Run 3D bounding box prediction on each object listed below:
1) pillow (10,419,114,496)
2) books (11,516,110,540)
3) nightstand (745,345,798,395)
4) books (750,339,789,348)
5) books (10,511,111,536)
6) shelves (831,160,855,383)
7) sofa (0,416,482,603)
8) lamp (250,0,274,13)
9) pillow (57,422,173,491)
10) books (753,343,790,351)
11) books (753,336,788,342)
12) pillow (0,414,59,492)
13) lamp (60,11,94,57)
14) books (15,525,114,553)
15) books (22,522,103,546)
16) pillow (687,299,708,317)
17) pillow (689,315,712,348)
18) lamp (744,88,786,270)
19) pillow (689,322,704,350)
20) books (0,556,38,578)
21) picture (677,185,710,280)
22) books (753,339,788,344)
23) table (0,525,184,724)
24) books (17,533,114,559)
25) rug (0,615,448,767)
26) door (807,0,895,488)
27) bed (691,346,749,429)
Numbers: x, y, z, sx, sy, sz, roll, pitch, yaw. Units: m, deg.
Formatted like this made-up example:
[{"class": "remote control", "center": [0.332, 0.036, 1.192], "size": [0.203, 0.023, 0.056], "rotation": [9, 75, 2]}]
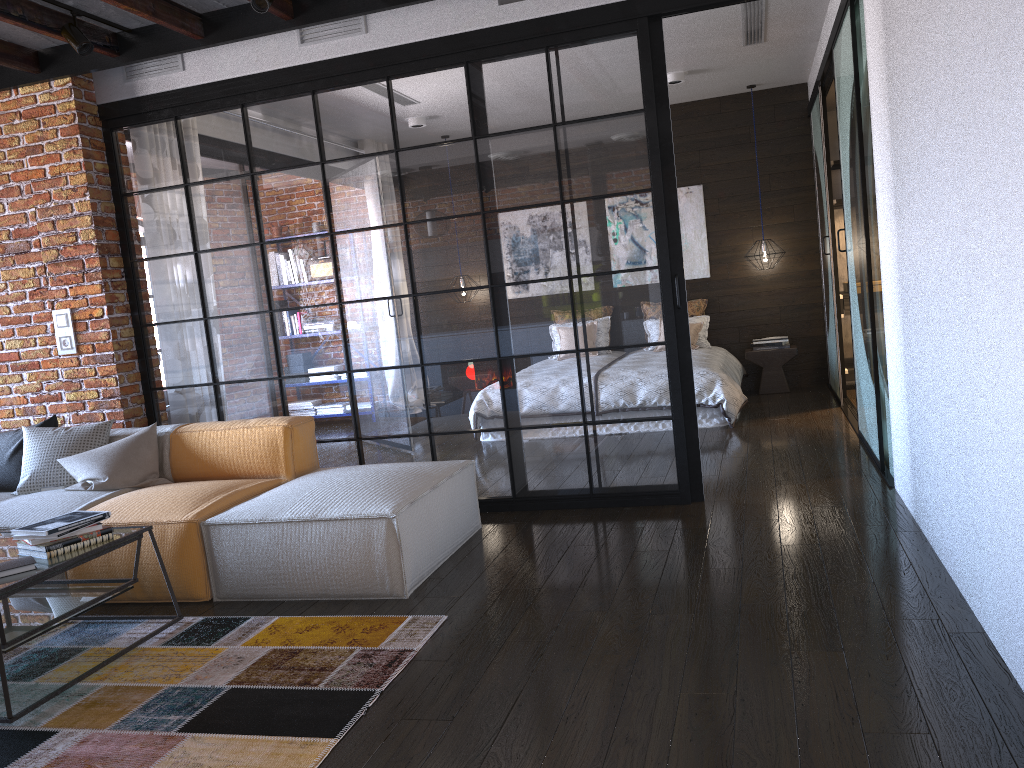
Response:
[{"class": "pillow", "center": [-2.328, 0.380, 4.587], "size": [0.495, 0.354, 0.293], "rotation": [-6, 6, 2]}, {"class": "books", "center": [-1.625, 0.516, 3.206], "size": [0.196, 0.014, 0.267], "rotation": [-5, 6, 15]}, {"class": "nightstand", "center": [2.381, -0.127, 8.104], "size": [0.457, 0.400, 0.300], "rotation": [-5, 6, 16]}, {"class": "books", "center": [2.347, -0.368, 8.077], "size": [0.293, 0.034, 0.233], "rotation": [-3, 7, 32]}, {"class": "books", "center": [-1.627, 0.501, 3.204], "size": [0.196, 0.014, 0.267], "rotation": [-3, 6, 27]}, {"class": "shelves", "center": [3.657, -0.908, 5.769], "size": [2.656, 2.130, 4.055], "rotation": [-5, 6, 16]}, {"class": "sofa", "center": [-2.048, 0.669, 3.719], "size": [3.301, 0.698, 2.534], "rotation": [-5, 6, 15]}, {"class": "lamp", "center": [-1.118, -1.768, 3.990], "size": [0.082, 0.207, 0.159], "rotation": [-5, 6, 16]}, {"class": "pillow", "center": [-1.989, 0.388, 4.424], "size": [0.484, 0.314, 0.358], "rotation": [-10, 7, -31]}, {"class": "books", "center": [2.363, -0.339, 8.080], "size": [0.316, 0.028, 0.258], "rotation": [-5, 6, 16]}, {"class": "books", "center": [2.353, -0.410, 8.076], "size": [0.307, 0.014, 0.247], "rotation": [-5, 6, 17]}, {"class": "pillow", "center": [-2.640, 0.385, 4.730], "size": [0.510, 0.400, 0.263], "rotation": [-5, 6, 10]}, {"class": "lamp", "center": [-2.100, -1.688, 4.284], "size": [0.150, 0.210, 0.093], "rotation": [-4, 6, 18]}, {"class": "books", "center": [-1.617, 0.555, 3.210], "size": [0.209, 0.023, 0.251], "rotation": [-2, 7, 35]}, {"class": "books", "center": [-1.638, 0.534, 3.222], "size": [0.239, 0.023, 0.190], "rotation": [-11, 7, -39]}, {"class": "pillow", "center": [1.528, -0.558, 8.362], "size": [0.646, 0.492, 0.305], "rotation": [-5, 6, 16]}, {"class": "pillow", "center": [1.530, -0.465, 8.220], "size": [0.621, 0.304, 0.360], "rotation": [-5, 6, 12]}, {"class": "lamp", "center": [2.198, -1.817, 7.899], "size": [0.348, 1.593, 0.348], "rotation": [-5, 6, 8]}, {"class": "pillow", "center": [1.502, -0.459, 8.008], "size": [0.450, 0.304, 0.269], "rotation": [-4, 6, 18]}, {"class": "books", "center": [-1.678, 0.610, 2.927], "size": [0.181, 0.029, 0.129], "rotation": [-10, 7, -36]}, {"class": "picture", "center": [1.382, -1.399, 8.450], "size": [0.923, 0.864, 0.008], "rotation": [-5, 6, 16]}, {"class": "books", "center": [2.350, -0.393, 8.070], "size": [0.303, 0.017, 0.228], "rotation": [-5, 6, 14]}, {"class": "table", "center": [-1.822, 0.810, 3.164], "size": [0.848, 0.389, 0.841], "rotation": [-5, 6, 16]}, {"class": "books", "center": [-1.615, 0.577, 3.211], "size": [0.209, 0.024, 0.247], "rotation": [-2, 7, 35]}, {"class": "rug", "center": [-1.543, 1.021, 2.866], "size": [2.364, 0.013, 1.430], "rotation": [-5, 6, 16]}, {"class": "door", "center": [2.267, -0.945, 6.111], "size": [0.138, 2.595, 4.182], "rotation": [-5, 6, 16]}, {"class": "bed", "center": [0.905, 0.024, 7.690], "size": [2.233, 0.509, 2.120], "rotation": [-5, 6, 15]}]
